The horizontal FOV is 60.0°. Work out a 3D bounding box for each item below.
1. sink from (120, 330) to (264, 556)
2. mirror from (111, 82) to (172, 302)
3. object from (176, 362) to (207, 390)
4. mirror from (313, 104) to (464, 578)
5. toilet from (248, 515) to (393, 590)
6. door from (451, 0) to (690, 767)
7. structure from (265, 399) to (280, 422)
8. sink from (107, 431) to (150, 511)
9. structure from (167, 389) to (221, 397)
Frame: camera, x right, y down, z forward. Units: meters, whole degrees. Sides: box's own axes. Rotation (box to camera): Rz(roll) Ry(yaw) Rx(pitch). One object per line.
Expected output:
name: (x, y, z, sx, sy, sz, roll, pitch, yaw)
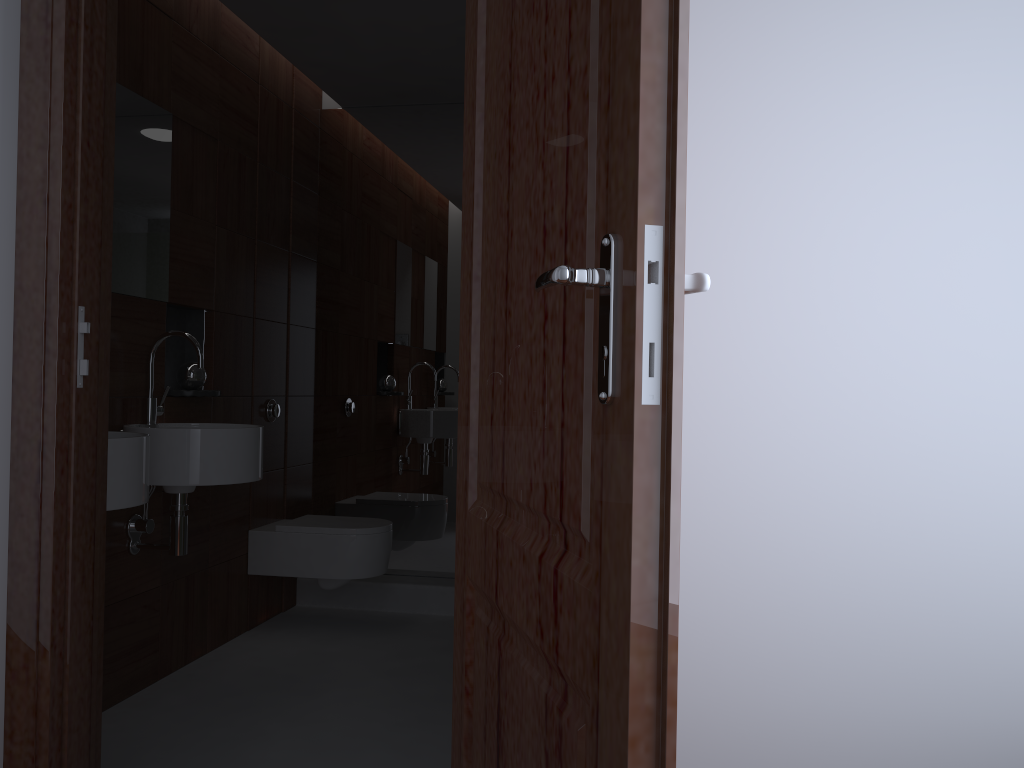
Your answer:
sink: (-0.995, 0.189, 2.781, 0.417, 0.715, 0.415, 1, 0, 10)
mirror: (-1.182, -0.594, 2.828, 0.010, 0.635, 0.316, 1, 0, 10)
object: (-1.239, -0.034, 2.511, 0.104, 0.104, 1.350, 1, 0, 10)
mirror: (-0.221, -0.201, 4.085, 1.433, 2.183, 0.019, 1, 0, 10)
toilet: (-0.769, 0.715, 3.693, 0.547, 0.284, 0.329, 1, 0, 10)
door: (0.006, -0.020, 1.005, 0.095, 1.780, 0.708, 1, 0, -14)
structure: (-1.007, 0.113, 3.751, 0.034, 0.098, 0.098, 1, 0, 10)
sink: (-1.107, 0.182, 2.160, 0.417, 0.715, 0.415, 1, 0, 10)
structure: (-1.142, 0.032, 3.128, 0.222, 0.023, 0.220, 1, 0, 0)
